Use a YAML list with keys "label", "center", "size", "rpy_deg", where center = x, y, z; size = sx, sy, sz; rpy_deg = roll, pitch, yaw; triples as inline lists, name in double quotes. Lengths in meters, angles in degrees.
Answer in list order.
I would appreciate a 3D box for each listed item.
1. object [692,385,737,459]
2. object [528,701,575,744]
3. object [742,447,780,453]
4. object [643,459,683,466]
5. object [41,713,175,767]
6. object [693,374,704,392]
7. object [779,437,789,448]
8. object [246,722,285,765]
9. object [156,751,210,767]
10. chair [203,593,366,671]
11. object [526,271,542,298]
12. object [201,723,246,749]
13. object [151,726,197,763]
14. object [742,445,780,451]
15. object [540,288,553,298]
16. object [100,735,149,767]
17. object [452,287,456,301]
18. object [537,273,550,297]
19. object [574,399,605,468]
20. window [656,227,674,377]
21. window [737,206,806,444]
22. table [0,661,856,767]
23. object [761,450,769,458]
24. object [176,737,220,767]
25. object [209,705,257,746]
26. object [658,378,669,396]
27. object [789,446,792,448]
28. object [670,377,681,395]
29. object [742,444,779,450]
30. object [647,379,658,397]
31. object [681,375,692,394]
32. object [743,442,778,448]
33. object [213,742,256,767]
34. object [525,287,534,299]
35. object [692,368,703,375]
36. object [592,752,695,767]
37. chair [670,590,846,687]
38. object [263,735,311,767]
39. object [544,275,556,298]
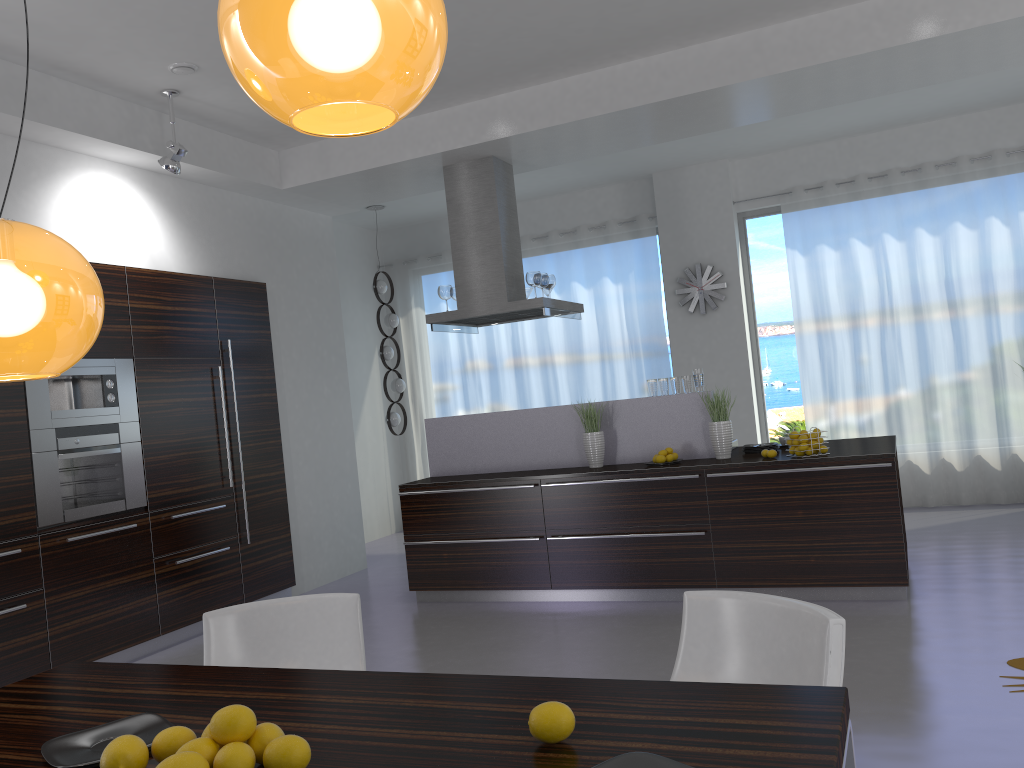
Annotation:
- label: "object"
  center: [1.362, 0.237, 5.781]
  size: [0.269, 0.502, 0.247]
  rpy_deg: [-6, -1, -23]
- label: "object"
  center: [0.069, 0.592, 1.551]
  size: [0.083, 0.068, 0.070]
  rpy_deg: [-6, -1, 27]
- label: "object"
  center: [1.693, 0.451, 6.032]
  size: [0.232, 0.020, 0.232]
  rpy_deg: [-7, -1, 32]
- label: "object"
  center: [0.999, 0.518, 5.851]
  size: [0.232, 0.020, 0.232]
  rpy_deg: [-7, -1, 32]
- label: "object"
  center: [-0.797, 0.712, 1.760]
  size: [0.232, 0.020, 0.232]
  rpy_deg: [-5, -1, -38]
- label: "object"
  center: [1.267, -0.005, 6.006]
  size: [0.071, 0.119, 0.072]
  rpy_deg: [-5, -1, -26]
- label: "object"
  center: [1.911, 0.408, 6.209]
  size: [0.153, 0.069, 0.153]
  rpy_deg: [-5, -1, -33]
- label: "object"
  center: [-0.440, 0.645, 1.591]
  size: [0.070, 0.068, 0.083]
  rpy_deg: [-6, -1, -8]
- label: "object"
  center: [-0.548, 0.650, 1.464]
  size: [0.094, 0.077, 0.079]
  rpy_deg: [-6, -1, -23]
- label: "chair"
  center: [-0.690, 1.106, 2.695]
  size: [0.508, 0.805, 0.620]
  rpy_deg: [-6, -1, -6]
- label: "object"
  center: [0.171, -0.735, 6.698]
  size: [0.125, 0.221, 0.125]
  rpy_deg: [-5, -1, -42]
- label: "object"
  center: [-0.525, 0.649, 1.626]
  size: [0.076, 0.080, 0.094]
  rpy_deg: [-6, -1, 25]
- label: "object"
  center: [-0.620, 0.665, 1.628]
  size: [0.083, 0.068, 0.070]
  rpy_deg: [-6, -1, 27]
- label: "object"
  center: [1.692, 0.441, 6.033]
  size: [0.232, 0.020, 0.232]
  rpy_deg: [-7, -1, 32]
- label: "object"
  center: [0.292, -0.716, 7.220]
  size: [0.137, 0.174, 0.137]
  rpy_deg: [-6, -1, -12]
- label: "object"
  center: [-0.688, 0.667, 1.577]
  size: [0.079, 0.077, 0.094]
  rpy_deg: [-6, -1, -3]
- label: "object"
  center: [-0.424, -0.667, 7.106]
  size: [0.125, 0.221, 0.125]
  rpy_deg: [-5, -1, -42]
- label: "object"
  center: [0.233, -0.739, 6.843]
  size: [0.125, 0.221, 0.125]
  rpy_deg: [-5, -1, -42]
- label: "object"
  center: [0.542, 0.328, 6.113]
  size: [0.269, 0.502, 0.247]
  rpy_deg: [-6, -1, 24]
- label: "window"
  center: [0.350, -0.240, 9.803]
  size: [3.000, 2.500, 0.100]
  rpy_deg: [-6, -1, 24]
- label: "window"
  center: [3.767, -0.620, 8.305]
  size: [3.000, 2.500, 0.100]
  rpy_deg: [-6, -1, 24]
- label: "table"
  center: [-0.484, 1.077, 1.557]
  size: [2.046, 0.783, 1.127]
  rpy_deg: [-6, -1, 24]
- label: "object"
  center: [1.593, 0.436, 5.561]
  size: [0.053, 0.051, 0.063]
  rpy_deg: [-6, -1, -8]
- label: "object"
  center: [-0.550, 0.655, 1.546]
  size: [0.081, 0.071, 0.069]
  rpy_deg: [-6, -1, 1]
- label: "object"
  center: [-0.495, 0.605, 1.572]
  size: [0.083, 0.068, 0.070]
  rpy_deg: [-6, -1, 27]
- label: "object"
  center: [1.047, 0.019, 6.103]
  size: [0.071, 0.119, 0.072]
  rpy_deg: [-5, -1, -26]
- label: "object"
  center: [1.936, 0.401, 5.937]
  size: [0.153, 0.069, 0.153]
  rpy_deg: [-6, -1, -3]
- label: "object"
  center: [1.120, 0.011, 6.070]
  size: [0.071, 0.119, 0.072]
  rpy_deg: [-5, -1, -26]
- label: "object"
  center: [1.691, 0.432, 6.033]
  size: [0.232, 0.020, 0.232]
  rpy_deg: [-6, -1, 27]
- label: "object"
  center: [0.973, 0.028, 6.135]
  size: [0.072, 0.119, 0.071]
  rpy_deg: [-6, -1, -16]
- label: "object"
  center: [1.194, 0.003, 6.038]
  size: [0.071, 0.119, 0.072]
  rpy_deg: [-5, -1, -26]
- label: "object"
  center: [1.559, 0.374, 6.175]
  size: [0.269, 0.147, 0.646]
  rpy_deg: [-5, -1, -42]
- label: "object"
  center: [-0.474, 0.648, 1.513]
  size: [0.070, 0.068, 0.083]
  rpy_deg: [-6, -1, -8]
- label: "object"
  center: [0.119, -0.697, 7.296]
  size: [0.137, 0.174, 0.137]
  rpy_deg: [-6, -1, -12]
- label: "object"
  center: [1.263, -0.044, 6.006]
  size: [0.071, 0.119, 0.072]
  rpy_deg: [-5, -1, -26]
- label: "object"
  center: [0.184, 0.602, 1.295]
  size: [0.232, 0.020, 0.232]
  rpy_deg: [-5, -1, -38]
- label: "chair"
  center: [0.491, 0.975, 2.166]
  size: [0.620, 0.805, 0.508]
  rpy_deg: [-5, -1, -31]
- label: "object"
  center: [-0.386, 0.639, 1.521]
  size: [0.083, 0.068, 0.070]
  rpy_deg: [-6, -1, 27]
- label: "object"
  center: [0.292, -0.743, 6.978]
  size: [0.125, 0.221, 0.125]
  rpy_deg: [-5, -1, -42]
